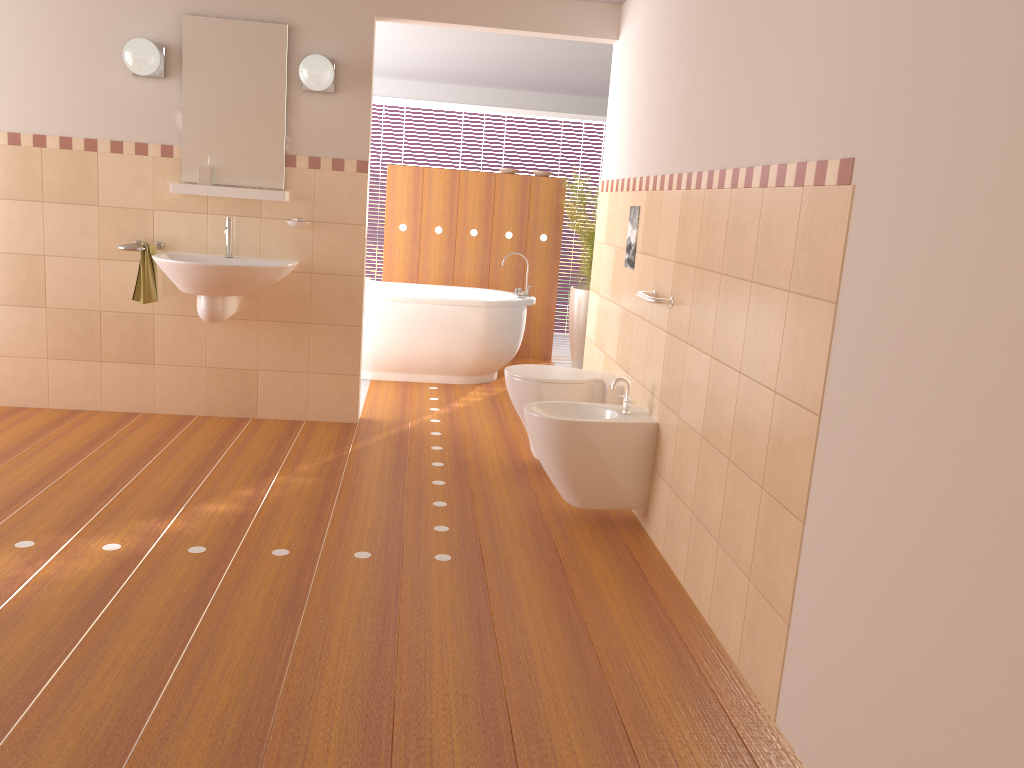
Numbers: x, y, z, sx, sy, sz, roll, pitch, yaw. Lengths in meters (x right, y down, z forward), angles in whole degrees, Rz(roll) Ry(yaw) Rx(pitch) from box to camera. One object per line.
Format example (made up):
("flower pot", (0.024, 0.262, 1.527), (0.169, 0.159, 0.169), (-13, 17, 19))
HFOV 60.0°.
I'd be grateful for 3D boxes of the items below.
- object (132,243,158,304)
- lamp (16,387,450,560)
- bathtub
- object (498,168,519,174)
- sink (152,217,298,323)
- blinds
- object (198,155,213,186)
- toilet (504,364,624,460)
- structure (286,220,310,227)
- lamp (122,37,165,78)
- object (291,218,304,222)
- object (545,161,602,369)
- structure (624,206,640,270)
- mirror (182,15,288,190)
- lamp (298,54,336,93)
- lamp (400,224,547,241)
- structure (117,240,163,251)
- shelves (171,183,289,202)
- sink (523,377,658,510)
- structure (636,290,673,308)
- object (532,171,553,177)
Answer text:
("object", (-1.799, -0.549, 4.411), (0.085, 0.306, 0.181), (6, 12, 9))
("lamp", (-1.930, 0.235, 4.329), (3.173, 0.001, 2.893), (3, 12, -6))
("bathtub", (-0.769, -0.532, 6.283), (1.874, 0.900, 0.888), (3, 12, -6))
("object", (-0.028, -1.696, 7.088), (0.173, 0.046, 0.173), (3, 12, -6))
("sink", (-1.424, -0.551, 4.350), (0.683, 0.516, 0.539), (3, 12, -6))
("blinds", (-0.797, -1.570, 8.452), (4.712, 2.022, 0.032), (3, 12, -6))
("object", (-1.531, -1.068, 4.428), (0.063, 0.149, 0.073), (3, 12, -6))
("toilet", (0.216, 0.141, 4.210), (0.534, 0.400, 0.375), (3, 12, -6))
("structure", (-1.102, -0.821, 4.553), (0.117, 0.029, 0.092), (3, 12, -6))
("lamp", (-1.778, -1.572, 4.268), (0.173, 0.173, 0.209), (3, 12, -6))
("object", (-1.099, -0.842, 4.549), (0.050, 0.023, 0.075), (-6, 15, -41))
("object", (0.734, -0.863, 6.825), (0.683, 1.557, 1.335), (10, 13, 25))
("structure", (0.543, -0.663, 4.013), (0.005, 0.279, 0.170), (3, 12, -6))
("mirror", (-1.387, -1.399, 4.433), (0.502, 0.799, 0.008), (3, 12, -6))
("lamp", (-0.958, -1.528, 4.360), (0.173, 0.173, 0.209), (3, 12, -6))
("lamp", (-0.301, -1.199, 7.029), (1.169, 0.052, 0.001), (3, 12, -6))
("structure", (-1.847, -0.678, 4.384), (0.142, 0.042, 0.333), (3, 12, -6))
("shelves", (-1.415, -0.966, 4.468), (0.554, 0.050, 0.138), (3, 12, -6))
("sink", (0.294, 0.221, 3.554), (0.515, 0.517, 0.335), (3, 12, -6))
("structure", (0.549, -0.337, 3.463), (0.091, 0.042, 0.295), (3, 12, -6))
("object", (0.242, -1.681, 7.118), (0.173, 0.046, 0.173), (3, 12, -6))
